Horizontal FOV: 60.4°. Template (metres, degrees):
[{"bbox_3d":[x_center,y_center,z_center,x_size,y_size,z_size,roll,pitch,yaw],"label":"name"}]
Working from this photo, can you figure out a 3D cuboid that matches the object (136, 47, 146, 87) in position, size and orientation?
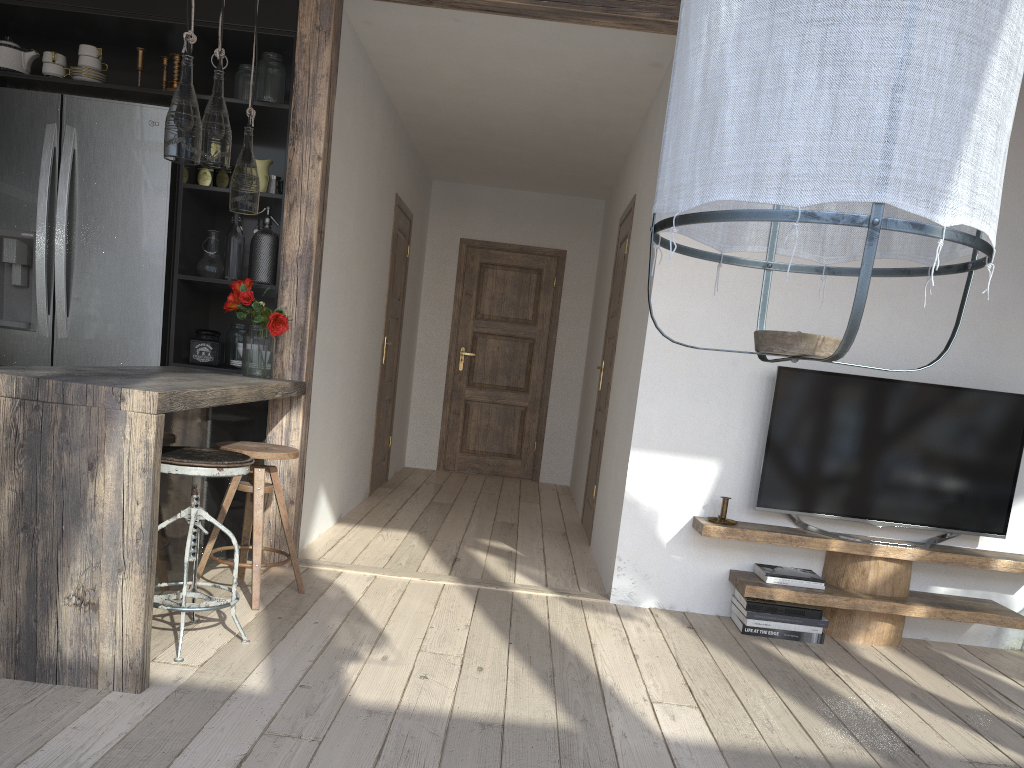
[{"bbox_3d":[-1.600,-1.352,3.785,0.059,0.170,0.058,5,8,-14],"label":"object"}]

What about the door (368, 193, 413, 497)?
[{"bbox_3d":[-0.883,-0.250,6.431,0.082,2.101,0.828,7,7,1],"label":"door"}]

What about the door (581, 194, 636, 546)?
[{"bbox_3d":[0.597,-0.058,5.581,0.082,2.101,0.828,7,7,1],"label":"door"}]

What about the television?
[{"bbox_3d":[1.646,0.338,3.830,1.102,0.717,0.203,7,8,0],"label":"television"}]

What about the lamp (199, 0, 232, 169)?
[{"bbox_3d":[-0.882,-1.353,2.891,0.239,1.256,0.107,8,8,12],"label":"lamp"}]

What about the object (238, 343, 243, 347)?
[{"bbox_3d":[-1.186,-0.139,4.066,0.161,0.086,0.161,7,3,14],"label":"object"}]

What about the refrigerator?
[{"bbox_3d":[-2.007,-0.277,4.231,0.943,1.950,0.839,7,7,0],"label":"refrigerator"}]

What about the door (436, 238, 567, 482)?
[{"bbox_3d":[-0.104,-0.192,7.853,0.941,2.101,0.080,7,8,0],"label":"door"}]

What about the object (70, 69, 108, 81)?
[{"bbox_3d":[-1.835,-1.331,3.817,0.147,0.026,0.149,8,2,42],"label":"object"}]

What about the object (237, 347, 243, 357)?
[{"bbox_3d":[-1.188,-0.120,4.068,0.161,0.086,0.161,7,3,14],"label":"object"}]

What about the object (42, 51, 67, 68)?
[{"bbox_3d":[-1.978,-1.392,3.812,0.105,0.068,0.094,8,4,28],"label":"object"}]

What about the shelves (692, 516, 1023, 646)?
[{"bbox_3d":[1.589,0.918,3.870,1.602,0.458,0.326,7,6,0],"label":"shelves"}]

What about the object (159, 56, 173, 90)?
[{"bbox_3d":[-1.520,-1.347,3.855,0.061,0.175,0.061,11,9,29],"label":"object"}]

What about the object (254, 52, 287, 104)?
[{"bbox_3d":[-1.039,-1.306,3.792,0.125,0.209,0.123,7,6,5],"label":"object"}]

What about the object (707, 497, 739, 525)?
[{"bbox_3d":[0.934,0.555,3.875,0.140,0.114,0.137,5,4,-17],"label":"object"}]

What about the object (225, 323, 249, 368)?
[{"bbox_3d":[-1.301,-0.181,4.201,0.125,0.209,0.123,5,7,-13],"label":"object"}]

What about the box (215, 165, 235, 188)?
[{"bbox_3d":[-1.273,-0.912,3.930,0.082,0.115,0.082,8,6,10],"label":"box"}]

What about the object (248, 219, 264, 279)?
[{"bbox_3d":[-1.164,-0.604,4.052,0.086,0.306,0.084,-1,11,-42],"label":"object"}]

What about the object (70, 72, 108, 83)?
[{"bbox_3d":[-1.837,-1.319,3.819,0.147,0.026,0.149,8,2,42],"label":"object"}]

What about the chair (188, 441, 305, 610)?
[{"bbox_3d":[-1.030,0.545,3.499,0.339,0.604,0.338,9,7,20],"label":"chair"}]

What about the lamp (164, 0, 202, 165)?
[{"bbox_3d":[-0.883,-1.321,2.608,0.225,1.308,0.106,7,8,2],"label":"lamp"}]

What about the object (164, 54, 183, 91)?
[{"bbox_3d":[-1.443,-1.336,3.785,0.096,0.175,0.094,3,7,-26],"label":"object"}]

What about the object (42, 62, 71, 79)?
[{"bbox_3d":[-1.984,-1.346,3.826,0.106,0.068,0.093,4,5,-37],"label":"object"}]

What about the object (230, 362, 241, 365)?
[{"bbox_3d":[-1.193,-0.080,4.075,0.215,0.025,0.211,6,2,-32],"label":"object"}]

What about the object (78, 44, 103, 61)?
[{"bbox_3d":[-1.817,-1.418,3.804,0.106,0.068,0.093,6,4,-14],"label":"object"}]

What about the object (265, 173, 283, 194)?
[{"bbox_3d":[-1.042,-0.875,3.883,0.093,0.097,0.073,7,6,1],"label":"object"}]

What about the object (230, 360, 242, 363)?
[{"bbox_3d":[-1.192,-0.088,4.073,0.215,0.025,0.211,6,2,-37],"label":"object"}]

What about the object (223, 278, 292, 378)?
[{"bbox_3d":[-1.087,-0.238,3.775,0.308,0.421,0.250,10,7,33],"label":"object"}]

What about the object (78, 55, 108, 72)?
[{"bbox_3d":[-1.826,-1.374,3.815,0.094,0.068,0.105,7,3,11],"label":"object"}]

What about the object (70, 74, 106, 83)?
[{"bbox_3d":[-1.839,-1.307,3.821,0.147,0.023,0.148,7,2,27],"label":"object"}]

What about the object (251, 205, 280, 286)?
[{"bbox_3d":[-1.096,-0.617,3.918,0.107,0.355,0.108,11,9,30],"label":"object"}]

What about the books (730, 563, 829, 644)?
[{"bbox_3d":[1.182,0.961,3.885,0.360,0.268,0.287,7,5,0],"label":"books"}]

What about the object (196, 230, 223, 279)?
[{"bbox_3d":[-1.371,-0.586,4.025,0.132,0.223,0.131,8,7,12],"label":"object"}]

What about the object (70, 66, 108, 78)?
[{"bbox_3d":[-1.834,-1.342,3.816,0.147,0.026,0.149,8,2,42],"label":"object"}]

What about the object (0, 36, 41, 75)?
[{"bbox_3d":[-2.198,-1.426,3.858,0.205,0.177,0.186,10,6,41],"label":"object"}]

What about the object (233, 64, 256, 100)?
[{"bbox_3d":[-1.162,-1.306,3.883,0.124,0.175,0.126,12,8,40],"label":"object"}]

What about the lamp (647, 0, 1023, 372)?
[{"bbox_3d":[0.465,-0.973,0.985,0.401,1.924,0.399,14,11,41],"label":"lamp"}]

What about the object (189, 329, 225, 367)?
[{"bbox_3d":[-1.394,-0.167,4.025,0.134,0.167,0.132,6,6,-9],"label":"object"}]

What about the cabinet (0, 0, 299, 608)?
[{"bbox_3d":[-2.081,-0.514,2.189,2.092,2.539,4.168,7,3,1],"label":"cabinet"}]

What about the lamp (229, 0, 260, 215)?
[{"bbox_3d":[-0.876,-1.307,3.208,0.226,1.362,0.107,7,8,2],"label":"lamp"}]

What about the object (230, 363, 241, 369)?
[{"bbox_3d":[-1.194,-0.072,4.076,0.215,0.025,0.212,5,2,-42],"label":"object"}]

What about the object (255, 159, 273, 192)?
[{"bbox_3d":[-1.151,-0.927,3.937,0.150,0.172,0.133,5,6,-13],"label":"object"}]

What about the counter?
[{"bbox_3d":[-2.109,0.326,2.108,2.241,0.863,3.772,7,2,1],"label":"counter"}]

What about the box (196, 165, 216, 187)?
[{"bbox_3d":[-1.360,-0.922,3.934,0.083,0.115,0.081,7,6,0],"label":"box"}]

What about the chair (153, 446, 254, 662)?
[{"bbox_3d":[-1.050,0.537,2.886,0.350,0.646,0.352,11,8,34],"label":"chair"}]

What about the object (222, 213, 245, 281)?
[{"bbox_3d":[-1.242,-0.610,3.938,0.086,0.306,0.084,5,8,-8],"label":"object"}]
